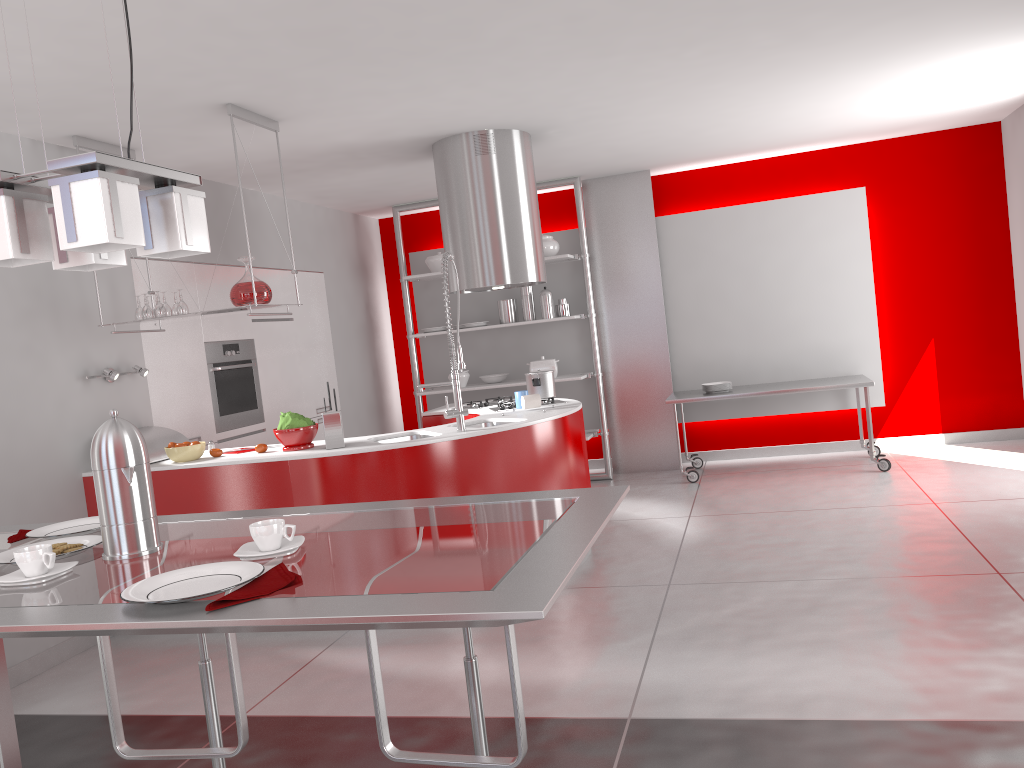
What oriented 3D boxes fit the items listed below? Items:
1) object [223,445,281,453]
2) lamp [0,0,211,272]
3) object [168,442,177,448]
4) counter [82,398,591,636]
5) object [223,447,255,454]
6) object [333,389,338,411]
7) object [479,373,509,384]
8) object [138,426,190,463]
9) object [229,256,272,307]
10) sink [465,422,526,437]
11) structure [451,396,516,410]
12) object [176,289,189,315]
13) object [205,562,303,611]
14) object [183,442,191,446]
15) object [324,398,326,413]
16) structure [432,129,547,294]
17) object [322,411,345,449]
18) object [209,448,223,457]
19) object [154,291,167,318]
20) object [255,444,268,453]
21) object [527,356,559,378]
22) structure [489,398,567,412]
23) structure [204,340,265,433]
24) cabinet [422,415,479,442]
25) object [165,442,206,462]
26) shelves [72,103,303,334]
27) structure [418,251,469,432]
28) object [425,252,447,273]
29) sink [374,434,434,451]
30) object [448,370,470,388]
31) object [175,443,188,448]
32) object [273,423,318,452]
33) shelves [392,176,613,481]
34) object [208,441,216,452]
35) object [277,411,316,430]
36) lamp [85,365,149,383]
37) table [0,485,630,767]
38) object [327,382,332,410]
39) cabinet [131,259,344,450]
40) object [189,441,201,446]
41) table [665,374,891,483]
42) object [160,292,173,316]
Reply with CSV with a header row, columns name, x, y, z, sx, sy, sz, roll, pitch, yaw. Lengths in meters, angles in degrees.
name,x,y,z,sx,sy,sz,roll,pitch,yaw
object,-1.408,0.348,4.801,0.375,0.008,0.041,-7,3,-8
lamp,-0.848,-0.747,1.660,0.304,1.025,0.304,-6,3,16
object,-1.766,0.331,4.637,0.055,0.058,0.066,-7,3,1
counter,-0.720,0.704,5.107,2.865,0.880,1.868,-9,4,-40
object,-1.464,0.361,4.799,0.266,0.006,0.168,-4,4,42
object,-0.876,0.162,4.450,0.012,0.279,0.130,-7,3,-13
object,-0.157,-0.044,7.928,0.272,0.072,0.272,-8,3,-20
object,-2.004,0.331,4.861,0.300,0.170,0.400,-6,3,16
object,-1.363,-0.526,4.604,0.213,0.266,0.213,-3,4,44
sink,-0.124,0.315,4.814,0.326,0.172,0.428,-9,4,-35
structure,-0.156,0.122,6.065,0.457,0.037,0.303,-10,5,-44
object,-1.731,-0.423,4.648,0.060,0.141,0.060,-6,3,16
object,-0.369,0.306,1.361,0.095,0.012,0.234,-6,3,14
object,-1.712,0.328,4.666,0.066,0.049,0.062,-6,3,12
object,-0.929,0.167,4.439,0.009,0.197,0.091,-7,3,-13
structure,-0.144,-1.098,5.781,0.644,0.958,0.644,-8,3,-18
object,-0.893,0.226,4.429,0.091,0.178,0.137,-7,3,-11
object,-1.548,0.361,4.640,0.065,0.047,0.063,-6,3,15
object,-1.825,-0.409,4.588,0.060,0.141,0.060,-7,3,-8
object,-1.298,0.332,4.591,0.064,0.048,0.063,-7,3,-6
object,0.275,-0.143,7.707,0.282,0.197,0.235,-6,3,6
structure,0.096,0.120,5.593,0.457,0.037,0.303,-7,3,-9
structure,-1.865,0.000,6.032,0.050,0.589,0.599,-6,3,16
cabinet,-0.972,0.694,5.218,1.875,0.761,1.025,-8,4,-29
object,-1.697,0.360,4.620,0.201,0.086,0.201,-6,3,17
shelves,-1.683,-0.822,4.645,0.934,1.023,0.462,-6,3,16
structure,-0.334,-0.216,4.533,0.308,0.920,0.178,-9,4,-31
object,-0.650,-1.070,7.849,0.231,0.191,0.231,-9,4,-34
sink,-0.544,0.377,4.576,0.326,0.172,0.428,-8,4,-23
object,-0.472,-0.076,7.857,0.192,0.214,0.192,-6,3,2
object,-1.715,0.332,4.604,0.065,0.052,0.062,-7,3,0
object,-1.104,0.277,4.558,0.229,0.118,0.228,-7,3,-13
shelves,-0.102,-0.387,7.796,1.735,2.599,0.535,-6,3,16
object,-1.669,0.347,4.926,0.043,0.066,0.042,-5,4,29
object,-1.100,0.222,4.553,0.198,0.182,0.193,-5,3,21
lamp,-2.136,-0.055,4.846,0.155,0.081,0.454,-6,3,16
table,-0.615,0.823,1.733,1.700,1.000,0.800,-6,3,16
object,-0.906,0.150,4.452,0.014,0.322,0.150,-7,3,-13
cabinet,-2.067,0.207,6.417,0.614,2.026,2.398,-6,3,16
object,-1.656,0.323,4.630,0.066,0.049,0.062,-5,4,23
table,2.116,0.360,7.161,1.627,0.682,0.749,-6,3,17
object,-1.827,-0.414,4.673,0.060,0.141,0.060,-6,3,16
